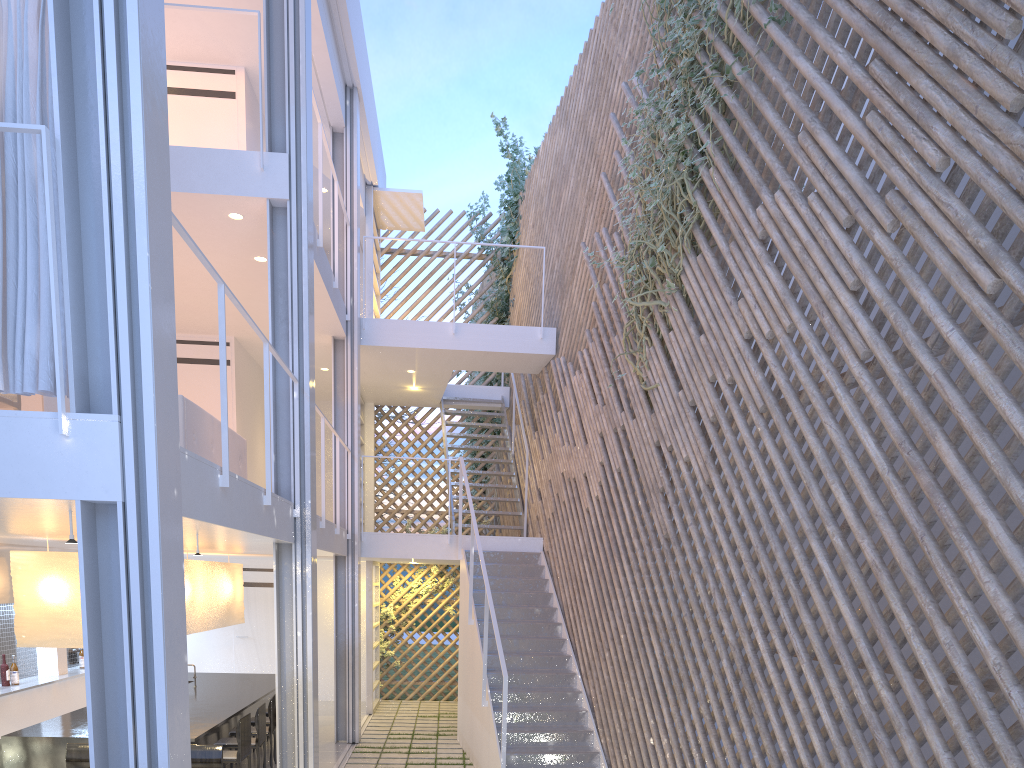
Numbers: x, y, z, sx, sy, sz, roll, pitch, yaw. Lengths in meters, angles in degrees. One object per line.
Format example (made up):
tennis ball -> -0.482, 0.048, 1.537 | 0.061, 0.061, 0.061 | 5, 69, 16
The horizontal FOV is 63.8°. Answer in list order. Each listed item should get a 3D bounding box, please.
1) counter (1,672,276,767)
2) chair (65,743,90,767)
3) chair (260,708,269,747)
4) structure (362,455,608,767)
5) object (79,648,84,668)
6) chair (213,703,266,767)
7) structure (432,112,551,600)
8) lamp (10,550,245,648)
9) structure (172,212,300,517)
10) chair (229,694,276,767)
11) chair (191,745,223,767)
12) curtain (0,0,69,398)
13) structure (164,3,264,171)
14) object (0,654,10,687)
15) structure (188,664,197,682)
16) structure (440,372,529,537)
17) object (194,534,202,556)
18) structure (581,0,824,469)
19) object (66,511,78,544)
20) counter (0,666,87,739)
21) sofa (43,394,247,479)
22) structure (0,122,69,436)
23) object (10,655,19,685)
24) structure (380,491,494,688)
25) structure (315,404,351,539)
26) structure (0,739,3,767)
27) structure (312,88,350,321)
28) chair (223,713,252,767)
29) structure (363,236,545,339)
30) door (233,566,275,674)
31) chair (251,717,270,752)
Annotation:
counter -> -1.907, 2.036, 4.864 | 0.816, 0.368, 2.563 | 2, -13, -4
chair -> -1.661, 1.616, 3.178 | 0.192, 0.443, 0.233 | 1, 4, -4
chair -> -1.509, 2.147, 5.362 | 0.240, 0.444, 0.185 | 1, 5, -2
structure -> -0.240, 1.279, 4.671 | 1.187, 1.967, 1.961 | 1, -2, -11
object -> -2.970, 1.880, 5.686 | 0.042, 0.184, 0.040 | -4, 9, -34
chair -> -1.442, 1.907, 4.359 | 0.240, 0.444, 0.185 | 1, 5, -6
structure -> -0.231, 0.435, 8.009 | 1.119, 4.556, 3.272 | 1, 1, -6
lamp -> -2.043, 1.216, 4.726 | 0.448, 0.415, 2.347 | 2, -13, -4
structure -> -0.827, 0.072, 2.560 | 0.028, 0.543, 1.729 | 1, -11, -4
chair -> -1.479, 1.986, 4.693 | 0.240, 0.444, 0.185 | 1, 5, -9
chair -> -1.253, 1.635, 3.211 | 0.192, 0.443, 0.233 | 1, 4, -4
curtain -> -1.089, -1.193, 1.506 | 0.516, 2.450, 0.093 | 0, 9, -7
structure -> -1.720, -0.200, 1.508 | 1.733, 3.314, 3.673 | 1, -4, -4
object -> -2.905, 1.641, 4.716 | 0.044, 0.196, 0.044 | 0, 8, -13
structure -> -2.172, 1.933, 5.501 | 0.113, 0.125, 0.033 | 2, 7, -4
structure -> -0.245, 0.330, 6.426 | 0.537, 1.901, 1.241 | 0, 2, -10
object -> -1.117, 0.572, 2.925 | 0.029, 0.080, 0.028 | 2, 6, 7
structure -> 0.791, -1.128, 2.967 | 0.744, 2.736, 2.346 | 0, -1, -13
object -> -1.972, 0.888, 2.795 | 1.675, 0.814, 1.871 | 3, -10, -6
counter -> -2.940, 2.117, 5.408 | 0.233, 0.425, 3.701 | 1, -13, -4
sofa -> -1.503, 0.328, 3.520 | 0.500, 0.363, 1.001 | 2, -11, -4
structure -> -1.496, 0.237, 0.885 | 1.368, 1.802, 1.433 | 1, 0, -4
object -> -2.895, 1.665, 4.787 | 0.042, 0.184, 0.040 | -4, 9, -34
structure -> -0.737, 1.898, 7.380 | 1.146, 2.023, 0.280 | 1, 8, -4
structure -> -0.969, 0.507, 4.384 | 0.028, 0.543, 1.731 | 1, -11, -4
structure -> -2.494, 1.714, 3.574 | 0.557, 0.376, 0.011 | 2, 9, -5
structure -> -0.933, -0.876, 4.175 | 0.028, 0.543, 1.731 | 1, -11, -4
chair -> -1.420, 1.827, 4.024 | 0.240, 0.444, 0.185 | 1, 5, -3
structure -> -0.366, -0.606, 5.217 | 1.141, 0.578, 0.026 | 2, 8, -5
door -> -2.547, 1.536, 4.550 | 0.480, 1.156, 5.629 | 2, -12, 8
chair -> -1.487, 2.067, 5.028 | 0.240, 0.444, 0.185 | 1, 5, -7
